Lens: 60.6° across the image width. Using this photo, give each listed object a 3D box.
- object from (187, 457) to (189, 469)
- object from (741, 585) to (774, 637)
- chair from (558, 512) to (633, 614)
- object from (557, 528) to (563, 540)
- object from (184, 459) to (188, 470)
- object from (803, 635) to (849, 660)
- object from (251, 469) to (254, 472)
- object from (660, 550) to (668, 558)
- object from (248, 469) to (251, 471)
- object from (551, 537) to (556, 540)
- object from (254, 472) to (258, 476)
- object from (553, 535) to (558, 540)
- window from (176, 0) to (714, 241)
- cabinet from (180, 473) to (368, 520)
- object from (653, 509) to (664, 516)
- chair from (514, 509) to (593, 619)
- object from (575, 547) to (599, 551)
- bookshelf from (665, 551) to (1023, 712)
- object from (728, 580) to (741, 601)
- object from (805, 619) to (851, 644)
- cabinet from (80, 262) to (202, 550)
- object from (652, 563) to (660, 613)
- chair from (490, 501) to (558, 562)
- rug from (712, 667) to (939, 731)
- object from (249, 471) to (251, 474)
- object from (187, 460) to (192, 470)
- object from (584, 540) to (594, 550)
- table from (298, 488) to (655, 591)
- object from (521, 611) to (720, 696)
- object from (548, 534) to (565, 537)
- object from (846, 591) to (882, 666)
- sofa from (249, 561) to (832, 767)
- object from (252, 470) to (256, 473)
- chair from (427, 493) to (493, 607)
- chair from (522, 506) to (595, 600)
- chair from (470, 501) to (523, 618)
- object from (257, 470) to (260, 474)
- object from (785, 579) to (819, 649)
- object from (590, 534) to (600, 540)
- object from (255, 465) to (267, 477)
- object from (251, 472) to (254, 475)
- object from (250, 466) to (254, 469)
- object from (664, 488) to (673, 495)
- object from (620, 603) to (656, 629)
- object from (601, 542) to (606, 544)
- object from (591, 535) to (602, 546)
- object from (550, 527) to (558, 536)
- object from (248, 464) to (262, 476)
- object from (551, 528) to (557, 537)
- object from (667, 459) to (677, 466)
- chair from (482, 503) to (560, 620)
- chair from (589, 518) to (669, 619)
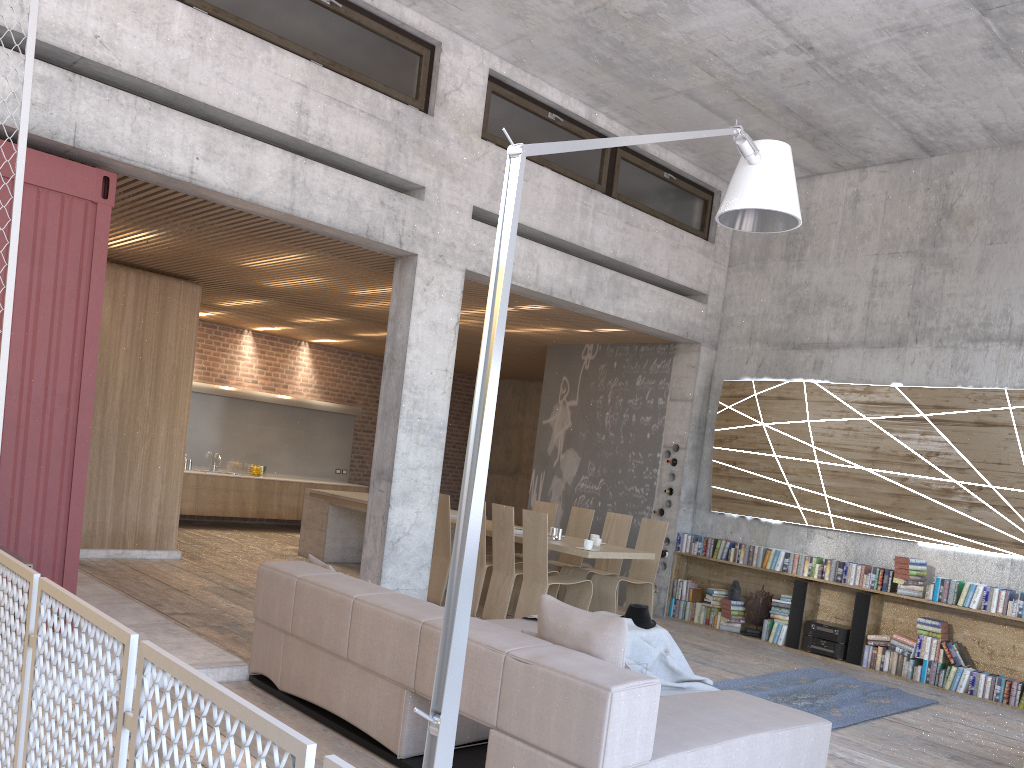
[{"bbox_3d":[-5.037,1.233,13.624,0.145,0.211,0.052,6,3,-43],"label":"object"},{"bbox_3d":[2.742,2.505,9.717,0.343,0.571,0.195,7,3,7],"label":"object"},{"bbox_3d":[0.891,1.988,9.545,0.345,1.200,0.727,10,3,43],"label":"chair"},{"bbox_3d":[0.484,1.531,8.941,0.052,0.112,0.052,7,2,2],"label":"object"},{"bbox_3d":[-5.065,1.247,13.601,0.060,0.160,0.059,6,3,-27],"label":"object"},{"bbox_3d":[3.287,2.727,9.091,0.296,0.164,0.436,10,-5,-43],"label":"object"},{"bbox_3d":[-4.213,1.398,14.232,0.063,0.053,0.051,8,-1,-36],"label":"object"},{"bbox_3d":[1.881,2.038,10.509,0.341,0.095,0.094,11,-3,-43],"label":"object"},{"bbox_3d":[-4.260,1.394,14.271,0.053,0.052,0.062,8,-2,-39],"label":"object"},{"bbox_3d":[0.420,1.565,8.890,0.050,0.019,0.051,5,-4,30],"label":"object"},{"bbox_3d":[-4.148,1.457,14.211,0.051,0.053,0.063,7,-1,0],"label":"object"},{"bbox_3d":[0.445,1.556,8.896,0.051,0.045,0.050,8,-1,-25],"label":"object"},{"bbox_3d":[-0.749,-2.543,7.311,8.517,0.610,0.112,12,-1,-43],"label":"window"},{"bbox_3d":[-4.338,1.132,14.437,4.154,2.080,1.064,10,-1,-43],"label":"cabinet"},{"bbox_3d":[1.817,1.548,10.556,0.341,0.095,0.094,11,-3,-43],"label":"object"},{"bbox_3d":[0.414,1.829,8.403,0.727,1.200,0.344,6,3,-39],"label":"chair"},{"bbox_3d":[0.717,1.564,8.302,0.184,0.014,0.187,4,-6,33],"label":"object"},{"bbox_3d":[3.784,2.452,8.586,0.305,0.805,5.277,5,-2,-43],"label":"bookshelf"},{"bbox_3d":[2.496,2.309,9.822,0.144,0.230,0.136,8,2,44],"label":"object"},{"bbox_3d":[3.302,2.566,9.077,0.306,0.161,0.436,10,-5,-43],"label":"object"},{"bbox_3d":[-5.555,0.248,11.077,1.528,3.140,3.721,5,0,-43],"label":"cabinet"},{"bbox_3d":[1.627,2.410,10.408,0.248,0.685,0.270,7,2,10],"label":"object"},{"bbox_3d":[0.102,1.946,10.182,0.345,1.200,0.727,10,3,41],"label":"chair"},{"bbox_3d":[2.234,2.510,6.983,2.945,0.049,1.152,12,-7,-43],"label":"rug"},{"bbox_3d":[-4.252,1.442,14.260,0.060,0.057,0.051,7,0,-6],"label":"object"},{"bbox_3d":[-5.014,1.258,13.650,0.060,0.160,0.059,6,3,-27],"label":"object"},{"bbox_3d":[0.722,1.521,8.286,0.093,0.088,0.117,7,-2,1],"label":"object"},{"bbox_3d":[-0.733,1.997,10.353,1.020,0.924,5.144,8,-4,-43],"label":"table"},{"bbox_3d":[0.836,2.068,6.855,1.608,0.504,1.038,9,-4,-24],"label":"object"},{"bbox_3d":[0.451,1.629,9.413,0.187,0.014,0.184,10,-6,-30],"label":"object"},{"bbox_3d":[3.550,2.482,8.852,0.274,0.763,0.150,5,4,-43],"label":"object"},{"bbox_3d":[0.426,1.770,5.584,3.040,0.787,2.972,11,-6,-43],"label":"sofa"},{"bbox_3d":[-4.169,1.423,14.177,0.061,0.054,0.052,8,-1,-31],"label":"object"},{"bbox_3d":[-0.552,1.812,9.562,0.727,1.200,0.344,6,3,-38],"label":"chair"},{"bbox_3d":[0.489,1.965,9.856,0.727,1.200,0.344,6,3,-43],"label":"chair"},{"bbox_3d":[-0.214,1.821,9.191,0.345,1.200,0.727,10,3,44],"label":"chair"},{"bbox_3d":[-4.121,1.426,14.227,0.061,0.055,0.051,8,-1,-29],"label":"object"},{"bbox_3d":[3.090,2.469,9.345,0.274,0.763,0.150,5,4,-43],"label":"object"},{"bbox_3d":[0.863,1.618,9.161,0.093,0.088,0.117,7,-2,11],"label":"object"},{"bbox_3d":[-4.169,1.441,14.552,0.192,0.171,0.189,8,-1,-32],"label":"object"},{"bbox_3d":[-4.204,1.450,14.224,0.063,0.063,0.074,7,-1,13],"label":"object"},{"bbox_3d":[-4.226,1.352,14.238,0.062,0.052,0.053,6,-1,39],"label":"object"},{"bbox_3d":[1.940,1.294,10.499,0.350,0.094,0.092,11,-3,-43],"label":"object"},{"bbox_3d":[1.001,1.827,6.945,0.299,0.169,0.301,5,-3,34],"label":"object"},{"bbox_3d":[0.860,1.656,9.155,0.187,0.014,0.183,11,-6,-40],"label":"object"},{"bbox_3d":[0.855,1.586,8.881,0.088,0.112,0.123,7,-1,38],"label":"object"},{"bbox_3d":[0.455,1.590,9.420,0.092,0.088,0.117,7,-2,21],"label":"object"},{"bbox_3d":[-4.168,1.401,14.269,0.191,0.175,0.205,8,-2,-43],"label":"object"},{"bbox_3d":[0.427,1.527,8.952,0.052,0.110,0.052,7,2,2],"label":"object"},{"bbox_3d":[1.956,0.936,10.450,0.338,0.090,0.089,11,-3,-43],"label":"object"},{"bbox_3d":[0.117,1.828,8.813,0.727,1.200,0.344,6,3,-38],"label":"chair"},{"bbox_3d":[1.198,1.990,9.145,0.727,1.200,0.344,6,3,-43],"label":"chair"}]
